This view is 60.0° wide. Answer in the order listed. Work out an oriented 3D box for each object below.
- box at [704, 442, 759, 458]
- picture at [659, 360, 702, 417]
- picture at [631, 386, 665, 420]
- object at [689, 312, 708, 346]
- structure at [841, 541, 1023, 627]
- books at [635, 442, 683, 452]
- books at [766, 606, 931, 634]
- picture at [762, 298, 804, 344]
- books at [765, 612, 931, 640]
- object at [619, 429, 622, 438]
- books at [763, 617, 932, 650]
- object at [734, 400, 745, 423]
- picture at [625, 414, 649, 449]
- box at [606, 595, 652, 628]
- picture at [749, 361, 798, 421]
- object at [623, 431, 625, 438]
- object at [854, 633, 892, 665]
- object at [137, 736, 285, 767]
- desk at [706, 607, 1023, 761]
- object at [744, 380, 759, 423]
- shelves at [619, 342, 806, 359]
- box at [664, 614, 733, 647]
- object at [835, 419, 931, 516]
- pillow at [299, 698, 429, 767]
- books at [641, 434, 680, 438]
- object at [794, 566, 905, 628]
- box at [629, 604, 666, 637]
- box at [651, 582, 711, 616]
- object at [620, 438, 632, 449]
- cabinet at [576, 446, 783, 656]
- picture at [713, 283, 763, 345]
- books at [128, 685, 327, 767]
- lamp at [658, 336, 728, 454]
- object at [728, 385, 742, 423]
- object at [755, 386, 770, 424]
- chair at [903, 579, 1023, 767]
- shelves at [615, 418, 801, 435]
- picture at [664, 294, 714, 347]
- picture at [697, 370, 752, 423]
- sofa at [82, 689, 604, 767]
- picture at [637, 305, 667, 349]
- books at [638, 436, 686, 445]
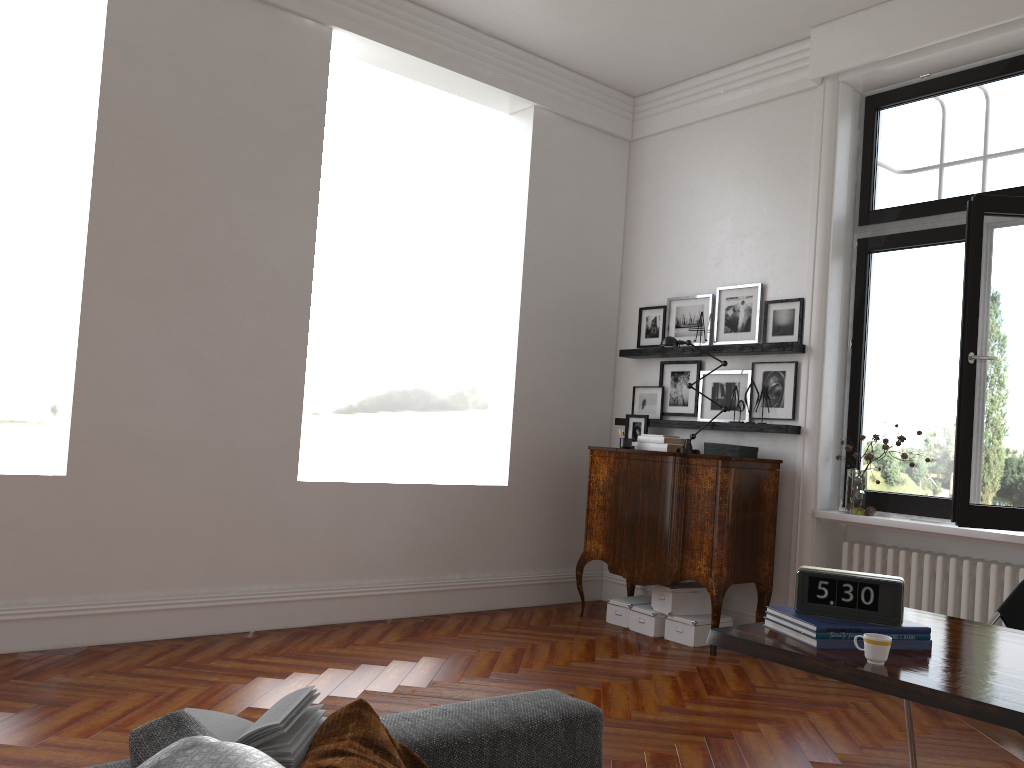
[{"bbox_3d":[1.433,0.436,5.808,0.209,0.086,0.282,7,-4,-39],"label":"box"},{"bbox_3d":[1.221,0.033,6.488,0.020,0.406,0.373,6,-3,-39],"label":"picture"},{"bbox_3d":[1.021,0.144,6.681,0.020,0.253,0.299,6,-3,-39],"label":"picture"},{"bbox_3d":[1.328,-0.384,6.315,0.040,0.260,0.174,6,-3,-39],"label":"object"},{"bbox_3d":[2.531,1.382,5.110,0.225,0.777,1.453,6,-3,-39],"label":"structure"},{"bbox_3d":[1.040,0.442,6.160,0.230,0.057,0.294,7,-4,-39],"label":"books"},{"bbox_3d":[0.915,0.646,2.430,0.344,0.017,0.250,5,-3,-14],"label":"books"},{"bbox_3d":[1.786,-0.406,5.847,0.020,0.303,0.289,6,-3,-39],"label":"picture"},{"bbox_3d":[0.914,0.663,2.430,0.344,0.017,0.250,5,-3,-14],"label":"books"},{"bbox_3d":[0.762,0.373,6.168,0.010,0.119,0.050,6,-3,-36],"label":"object"},{"bbox_3d":[0.917,0.686,2.443,0.347,0.027,0.264,5,-3,-14],"label":"books"},{"bbox_3d":[1.533,0.186,5.949,0.040,0.160,0.066,6,-3,-39],"label":"object"},{"bbox_3d":[0.920,0.355,6.569,0.020,0.257,0.213,6,-3,-39],"label":"picture"},{"bbox_3d":[0.864,1.593,6.188,0.394,0.176,0.209,7,-4,-44],"label":"box"},{"bbox_3d":[1.726,0.045,5.869,0.020,0.384,0.343,6,-3,-39],"label":"picture"},{"bbox_3d":[0.784,0.381,6.178,0.010,0.139,0.045,6,-3,-42],"label":"object"},{"bbox_3d":[0.887,0.647,2.168,0.064,0.065,0.082,5,-3,-18],"label":"object"},{"bbox_3d":[-0.304,0.668,0.907,0.400,0.387,0.752,6,-4,-39],"label":"object"},{"bbox_3d":[1.599,1.088,1.863,1.031,0.751,2.226,6,-4,-39],"label":"desk"},{"bbox_3d":[1.604,0.121,5.927,0.040,0.298,0.118,6,-3,-39],"label":"object"},{"bbox_3d":[1.357,-0.230,6.243,0.158,0.055,1.514,7,-4,-39],"label":"shelves"},{"bbox_3d":[1.214,1.592,5.758,0.394,0.176,0.245,6,-4,-39],"label":"box"},{"bbox_3d":[2.262,0.514,5.432,0.541,0.599,0.318,3,-3,22],"label":"object"},{"bbox_3d":[-0.197,0.748,1.431,0.330,0.396,0.470,4,-3,-2],"label":"pillow"},{"bbox_3d":[1.032,0.362,6.155,0.179,0.014,0.200,7,-4,-39],"label":"books"},{"bbox_3d":[0.912,0.574,2.401,0.275,0.125,0.082,3,-3,25],"label":"object"},{"bbox_3d":[1.016,1.590,5.953,0.394,0.176,0.245,6,-4,-34],"label":"box"},{"bbox_3d":[1.143,1.418,5.866,0.394,0.176,0.209,6,-3,-29],"label":"box"},{"bbox_3d":[0.788,0.414,6.145,0.091,0.077,0.091,3,-3,24],"label":"object"},{"bbox_3d":[1.068,1.069,5.973,0.641,1.217,1.266,6,-3,-39],"label":"cabinet"},{"bbox_3d":[1.561,-0.479,6.133,0.020,0.408,0.369,6,-3,-39],"label":"picture"},{"bbox_3d":[-0.485,0.601,1.562,0.278,0.096,0.225,4,-3,3],"label":"books"},{"bbox_3d":[1.232,0.080,6.078,0.491,0.802,0.174,3,-2,15],"label":"lamp"},{"bbox_3d":[1.514,0.139,6.021,0.040,0.260,0.124,6,-3,-39],"label":"object"},{"bbox_3d":[1.668,0.142,5.890,0.040,0.262,0.110,6,-3,-39],"label":"object"},{"bbox_3d":[1.803,1.103,2.877,0.746,0.872,0.752,6,-3,-39],"label":"chair"},{"bbox_3d":[1.322,0.292,6.225,0.156,0.055,1.514,7,-4,-39],"label":"shelves"},{"bbox_3d":[1.288,-0.458,6.466,0.020,0.367,0.415,6,-3,-39],"label":"picture"},{"bbox_3d":[1.478,0.089,6.165,0.020,0.364,0.433,6,-3,-39],"label":"picture"},{"bbox_3d":[0.433,0.949,0.740,1.263,0.828,2.644,6,-4,-39],"label":"sofa"},{"bbox_3d":[1.062,-0.431,6.740,0.020,0.315,0.267,6,-3,-39],"label":"picture"},{"bbox_3d":[1.049,0.393,6.165,0.255,0.044,0.239,7,-4,-39],"label":"books"}]
